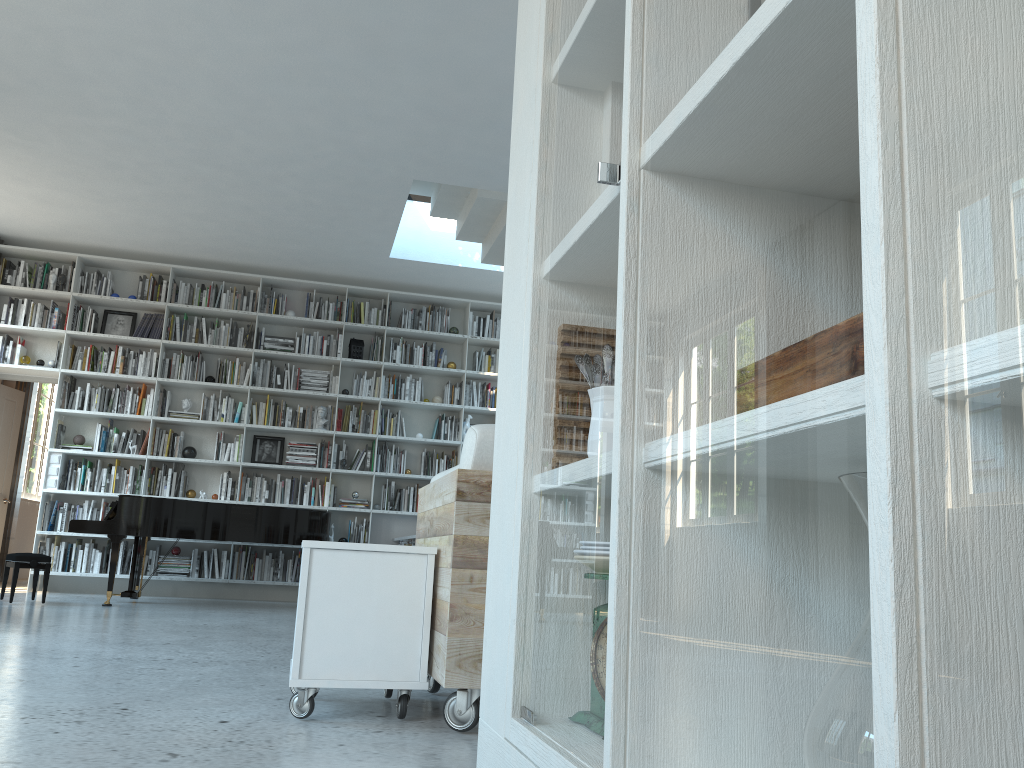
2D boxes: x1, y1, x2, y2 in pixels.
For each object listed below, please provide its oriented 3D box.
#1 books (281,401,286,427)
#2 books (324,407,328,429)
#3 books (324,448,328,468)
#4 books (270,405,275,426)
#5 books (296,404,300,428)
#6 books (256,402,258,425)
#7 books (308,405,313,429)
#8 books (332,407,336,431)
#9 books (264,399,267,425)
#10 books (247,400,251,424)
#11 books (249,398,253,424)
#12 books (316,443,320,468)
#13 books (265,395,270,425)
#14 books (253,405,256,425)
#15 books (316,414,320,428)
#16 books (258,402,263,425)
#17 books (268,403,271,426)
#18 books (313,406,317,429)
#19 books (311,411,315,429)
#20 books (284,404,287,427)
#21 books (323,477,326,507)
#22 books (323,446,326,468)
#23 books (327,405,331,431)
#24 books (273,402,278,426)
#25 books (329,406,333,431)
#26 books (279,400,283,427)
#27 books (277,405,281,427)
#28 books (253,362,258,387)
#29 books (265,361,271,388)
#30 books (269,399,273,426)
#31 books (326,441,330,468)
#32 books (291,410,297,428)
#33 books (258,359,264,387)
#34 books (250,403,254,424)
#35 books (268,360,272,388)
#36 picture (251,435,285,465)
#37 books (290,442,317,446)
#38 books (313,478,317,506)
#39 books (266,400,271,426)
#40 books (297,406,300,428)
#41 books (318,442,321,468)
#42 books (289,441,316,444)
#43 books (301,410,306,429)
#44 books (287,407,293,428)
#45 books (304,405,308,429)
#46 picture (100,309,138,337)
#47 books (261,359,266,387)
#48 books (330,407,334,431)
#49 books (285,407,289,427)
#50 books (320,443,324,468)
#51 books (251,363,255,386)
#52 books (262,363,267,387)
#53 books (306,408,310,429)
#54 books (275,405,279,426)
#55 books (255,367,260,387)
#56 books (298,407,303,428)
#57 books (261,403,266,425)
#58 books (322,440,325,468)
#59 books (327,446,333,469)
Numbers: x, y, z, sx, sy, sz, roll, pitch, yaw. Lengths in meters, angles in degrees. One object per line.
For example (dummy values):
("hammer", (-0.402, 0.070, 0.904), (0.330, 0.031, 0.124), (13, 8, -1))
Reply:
("books", (-2.253, 0.317, 8.739), (0.028, 0.267, 0.190), (5, -11, -13))
("books", (-1.857, 0.363, 8.846), (0.025, 0.259, 0.130), (5, -11, -13))
("books", (-1.847, 0.748, 8.789), (0.021, 0.217, 0.132), (5, -11, -13))
("books", (-2.362, 0.331, 8.740), (0.024, 0.228, 0.148), (5, -11, -13))
("books", (-2.125, 0.338, 8.785), (0.014, 0.258, 0.162), (5, -11, -13))
("books", (-2.503, 0.309, 8.700), (0.042, 0.241, 0.162), (5, -11, -13))
("books", (-2.003, 0.348, 8.807), (0.025, 0.258, 0.151), (5, -11, -13))
("books", (-1.786, 0.371, 8.876), (0.023, 0.264, 0.107), (5, -11, -13))
("books", (-2.426, 0.299, 8.737), (0.010, 0.283, 0.137), (5, -11, -13))
("books", (-2.574, 0.297, 8.691), (0.012, 0.253, 0.161), (5, -11, -13))
("books", (-2.564, 0.287, 8.704), (0.010, 0.281, 0.140), (5, -11, -13))
("books", (-1.916, 0.721, 8.764), (0.012, 0.253, 0.161), (5, -11, -13))
("books", (-2.403, 0.276, 8.701), (0.014, 0.317, 0.188), (5, -11, -13))
("books", (-2.519, 0.322, 8.682), (0.053, 0.208, 0.156), (5, -11, -13))
("books", (-1.933, 0.385, 8.825), (0.035, 0.201, 0.149), (5, -11, -13))
("books", (-2.471, 0.311, 8.717), (0.026, 0.247, 0.139), (5, -11, -13))
("books", (-2.386, 0.320, 8.731), (0.010, 0.244, 0.150), (5, -11, -13))
("books", (-1.961, 0.354, 8.826), (0.024, 0.258, 0.127), (5, -11, -13))
("books", (-1.986, 0.379, 8.822), (0.022, 0.206, 0.114), (5, -11, -13))
("books", (-2.241, 0.332, 8.768), (0.011, 0.251, 0.130), (5, -11, -13))
("books", (-1.847, 1.067, 8.729), (0.011, 0.300, 0.149), (5, -11, -13))
("books", (-1.864, 0.740, 8.789), (0.013, 0.232, 0.134), (5, -11, -13))
("books", (-1.835, 0.358, 8.864), (0.025, 0.278, 0.108), (5, -11, -13))
("books", (-2.337, 0.320, 8.754), (0.028, 0.259, 0.134), (5, -11, -13))
("books", (-1.813, 0.363, 8.851), (0.014, 0.265, 0.154), (5, -11, -13))
("books", (-2.275, 0.310, 8.750), (0.013, 0.283, 0.177), (5, -11, -13))
("books", (-2.297, 0.333, 8.748), (0.025, 0.235, 0.137), (5, -11, -13))
("books", (-2.534, -0.069, 8.755), (0.026, 0.266, 0.171), (5, -11, -13))
("books", (-2.419, -0.070, 8.792), (0.029, 0.294, 0.151), (5, -11, -13))
("books", (-2.371, 0.300, 8.719), (0.010, 0.280, 0.171), (5, -11, -13))
("books", (-1.827, 0.716, 8.782), (0.011, 0.279, 0.186), (5, -11, -13))
("books", (-2.159, 0.366, 8.782), (0.050, 0.198, 0.146), (5, -11, -13))
("books", (-2.481, -0.080, 8.767), (0.026, 0.296, 0.179), (5, -11, -13))
("books", (-2.555, 0.310, 8.701), (0.011, 0.235, 0.142), (5, -11, -13))
("books", (-2.398, -0.072, 8.789), (0.011, 0.299, 0.180), (5, -11, -13))
("picture", (-2.399, 0.659, 8.716), (0.300, 0.299, 0.077), (5, -11, -13))
("books", (-2.063, 0.601, 8.753), (0.254, 0.012, 0.161), (6, -12, -16))
("books", (-1.937, 1.068, 8.716), (0.010, 0.283, 0.132), (5, -11, -13))
("books", (-2.390, 0.302, 8.699), (0.015, 0.266, 0.189), (5, -11, -13))
("books", (-2.113, 0.350, 8.782), (0.010, 0.233, 0.175), (5, -11, -13))
("books", (-1.904, 0.718, 8.765), (0.011, 0.260, 0.184), (5, -11, -13))
("books", (-2.062, 0.588, 8.754), (0.254, 0.012, 0.161), (5, -12, -9))
("books", (-2.065, 0.369, 8.780), (0.029, 0.200, 0.178), (5, -11, -13))
("books", (-2.195, 0.352, 8.763), (0.030, 0.214, 0.169), (5, -11, -13))
("books", (-2.041, 0.348, 8.779), (0.012, 0.244, 0.186), (5, -11, -13))
("picture", (-3.813, -0.567, 8.593), (0.300, 0.299, 0.077), (5, -11, -13))
("books", (-2.466, -0.082, 8.791), (0.014, 0.312, 0.134), (5, -11, -13))
("books", (-1.802, 0.369, 8.865), (0.014, 0.260, 0.137), (5, -11, -13))
("books", (-2.221, 0.348, 8.756), (0.024, 0.216, 0.175), (5, -11, -13))
("books", (-1.885, 0.725, 8.780), (0.013, 0.255, 0.163), (5, -11, -13))
("books", (-2.555, -0.063, 8.760), (0.012, 0.253, 0.161), (5, -11, -13))
("books", (-2.442, -0.062, 8.766), (0.025, 0.265, 0.185), (5, -11, -13))
("books", (-2.032, 0.363, 8.817), (0.025, 0.229, 0.143), (5, -11, -13))
("books", (-2.313, 0.334, 8.736), (0.012, 0.227, 0.170), (5, -11, -13))
("books", (-2.513, -0.045, 8.772), (0.027, 0.228, 0.147), (5, -11, -13))
("books", (-2.092, 0.355, 8.774), (0.029, 0.223, 0.186), (5, -11, -13))
("books", (-2.443, 0.317, 8.716), (0.029, 0.239, 0.156), (5, -11, -13))
("books", (-1.872, 0.710, 8.785), (0.011, 0.287, 0.152), (5, -11, -13))
("books", (-1.804, 0.741, 8.772), (0.034, 0.229, 0.200), (5, -11, -13))
